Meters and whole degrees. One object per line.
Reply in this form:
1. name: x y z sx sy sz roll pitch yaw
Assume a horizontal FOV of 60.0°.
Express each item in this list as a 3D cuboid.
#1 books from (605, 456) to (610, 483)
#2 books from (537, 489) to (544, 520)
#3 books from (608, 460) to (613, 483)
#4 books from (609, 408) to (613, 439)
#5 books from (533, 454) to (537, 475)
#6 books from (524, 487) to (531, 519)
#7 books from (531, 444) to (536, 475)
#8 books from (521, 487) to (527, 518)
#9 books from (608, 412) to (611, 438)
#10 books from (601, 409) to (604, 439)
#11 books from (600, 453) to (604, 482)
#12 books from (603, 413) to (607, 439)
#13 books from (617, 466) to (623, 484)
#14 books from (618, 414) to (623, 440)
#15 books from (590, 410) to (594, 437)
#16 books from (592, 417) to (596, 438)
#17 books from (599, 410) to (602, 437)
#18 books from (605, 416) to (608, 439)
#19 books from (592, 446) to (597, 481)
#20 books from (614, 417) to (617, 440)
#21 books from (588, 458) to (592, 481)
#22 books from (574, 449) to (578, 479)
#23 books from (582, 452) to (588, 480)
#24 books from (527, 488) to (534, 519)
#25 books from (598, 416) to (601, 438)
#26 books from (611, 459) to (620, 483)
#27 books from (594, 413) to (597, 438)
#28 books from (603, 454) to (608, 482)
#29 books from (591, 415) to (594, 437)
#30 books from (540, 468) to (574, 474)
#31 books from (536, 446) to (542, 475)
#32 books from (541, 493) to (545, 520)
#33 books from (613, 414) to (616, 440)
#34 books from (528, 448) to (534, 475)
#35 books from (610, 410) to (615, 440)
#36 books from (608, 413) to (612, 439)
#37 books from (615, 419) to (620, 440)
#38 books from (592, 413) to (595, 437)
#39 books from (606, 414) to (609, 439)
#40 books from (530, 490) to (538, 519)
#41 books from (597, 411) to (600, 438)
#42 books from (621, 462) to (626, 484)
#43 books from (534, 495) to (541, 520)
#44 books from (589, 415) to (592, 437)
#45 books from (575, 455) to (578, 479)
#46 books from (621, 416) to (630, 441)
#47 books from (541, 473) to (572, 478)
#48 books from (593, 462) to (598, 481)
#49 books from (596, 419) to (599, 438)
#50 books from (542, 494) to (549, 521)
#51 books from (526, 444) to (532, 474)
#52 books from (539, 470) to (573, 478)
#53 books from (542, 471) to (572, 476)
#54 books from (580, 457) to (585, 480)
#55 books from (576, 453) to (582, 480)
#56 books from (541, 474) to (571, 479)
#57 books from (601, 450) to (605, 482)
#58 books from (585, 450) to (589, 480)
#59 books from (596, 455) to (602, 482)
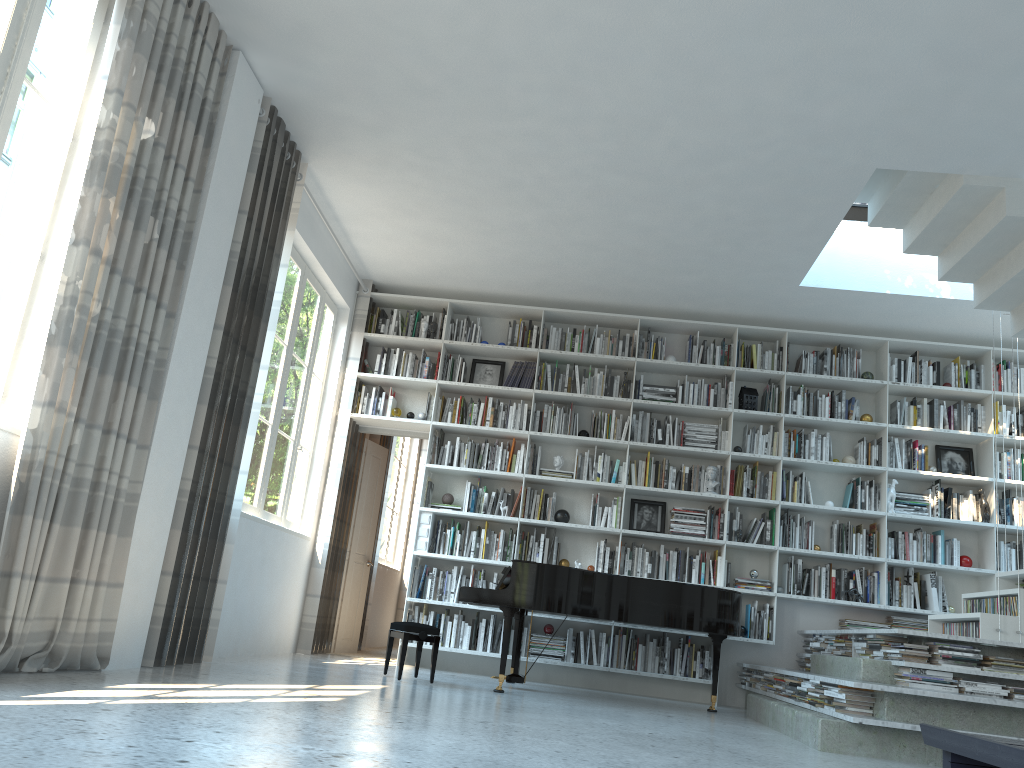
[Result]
1. books: 0.813 0.755 7.579 0.022 0.255 0.152 6 -15 5
2. books: 0.243 1.038 7.506 0.026 0.273 0.190 6 -15 5
3. books: 0.835 0.775 7.573 0.026 0.218 0.150 6 -15 5
4. books: 0.850 0.373 7.663 0.006 0.303 0.166 6 -15 5
5. books: 0.200 0.717 7.627 0.034 0.209 0.136 6 -15 5
6. books: 0.133 1.028 7.536 0.025 0.283 0.146 6 -15 5
7. books: 0.183 0.676 7.650 0.011 0.297 0.136 6 -15 5
8. books: 0.104 1.027 7.548 0.012 0.284 0.160 6 -15 5
9. books: 0.837 0.391 7.663 0.004 0.264 0.142 6 -15 5
10. books: 0.781 0.378 7.682 0.033 0.286 0.155 6 -15 5
11. books: 0.761 0.737 7.556 0.012 0.264 0.193 6 -15 5
12. books: 0.799 0.392 7.641 0.013 0.243 0.189 6 -15 5
13. books: 0.918 0.800 7.555 0.027 0.180 0.142 6 -15 5
14. books: 0.930 0.404 7.648 0.022 0.256 0.155 6 -15 5
15. books: 0.690 0.376 7.693 0.012 0.275 0.129 6 -15 5
16. books: 0.708 0.404 7.674 0.013 0.215 0.150 6 -15 5
17. books: 0.761 0.379 7.671 0.005 0.274 0.157 6 -15 5
18. books: 0.812 0.407 7.674 0.011 0.235 0.131 6 -15 5
19. books: 0.702 0.704 7.584 0.010 0.328 0.174 6 -15 5
20. books: 0.889 0.416 7.657 0.011 0.229 0.166 6 -15 5
21. books: 0.668 0.754 7.582 0.048 0.224 0.150 6 -15 5
22. books: 0.544 0.709 7.589 0.012 0.284 0.160 6 -15 5
23. books: 0.623 0.728 7.587 0.022 0.266 0.151 6 -15 5
24. books: 0.158 1.036 7.537 0.026 0.274 0.155 6 -15 5
25. books: 0.750 0.401 7.644 0.006 0.215 0.181 6 -15 5
26. books: 0.876 0.769 7.547 0.060 0.227 0.179 6 -15 5
27. books: 0.717 0.388 7.650 0.005 0.235 0.179 6 -15 5
28. books: 0.790 0.745 7.562 0.023 0.259 0.171 6 -15 5
29. books: 0.696 0.394 7.685 0.005 0.238 0.146 6 -15 5
30. books: 0.382 0.757 7.593 0.285 0.012 0.160 7 -15 1
31. books: 0.230 0.686 7.627 0.021 0.277 0.137 6 -15 5
32. books: 0.263 1.060 7.520 0.014 0.243 0.153 6 -15 5
33. books: 0.879 0.400 7.658 0.010 0.256 0.140 6 -15 5
34. books: 0.163 0.689 7.630 0.024 0.256 0.134 6 -15 5
35. books: 0.865 0.384 7.656 0.022 0.284 0.190 6 -15 5
36. books: 0.841 0.396 7.655 0.006 0.252 0.181 6 -15 5
37. books: 0.905 0.424 7.654 0.024 0.215 0.142 6 -15 5
38. books: 0.700 0.387 7.661 0.005 0.239 0.174 6 -15 5
39. books: 0.826 0.396 7.663 0.017 0.252 0.140 6 -15 5
40. books: 0.188 1.043 7.526 0.036 0.262 0.167 6 -15 5
41. books: 0.748 0.385 7.682 0.009 0.266 0.150 6 -15 5
42. books: 0.947 0.786 7.559 0.026 0.216 0.127 6 -15 5
43. books: 0.216 1.063 7.522 0.025 0.227 0.153 6 -15 5
44. books: 0.680 0.384 7.684 0.005 0.253 0.161 6 -15 5
45. books: 0.552 0.740 7.594 0.010 0.231 0.155 6 -15 5
46. books: 0.970 0.412 7.620 0.064 0.236 0.209 6 -15 5
47. books: 0.378 0.791 7.582 0.254 0.012 0.161 7 -15 0
48. books: 0.713 0.777 7.579 0.025 0.189 0.140 6 -15 5
49. books: 0.733 0.413 7.666 0.011 0.199 0.163 6 -15 5
50. books: 0.285 1.065 7.534 0.028 0.247 0.143 6 -15 5
51. books: 0.147 0.675 7.641 0.012 0.284 0.160 6 -15 5
52. books: 0.381 0.770 7.595 0.285 0.012 0.160 5 -15 7
53. books: 0.379 0.781 7.589 0.254 0.012 0.161 6 -15 2
54. books: 0.599 0.749 7.599 0.024 0.226 0.138 6 -15 5
55. books: 0.572 0.729 7.576 0.030 0.246 0.175 6 -15 5
56. books: 0.376 0.804 7.581 0.254 0.012 0.161 7 -15 1
57. books: 0.775 0.724 7.568 0.011 0.300 0.179 6 -15 5
58. books: 0.641 0.717 7.577 0.012 0.285 0.168 6 -15 5
59. books: 0.741 0.747 7.566 0.028 0.246 0.170 6 -15 5
